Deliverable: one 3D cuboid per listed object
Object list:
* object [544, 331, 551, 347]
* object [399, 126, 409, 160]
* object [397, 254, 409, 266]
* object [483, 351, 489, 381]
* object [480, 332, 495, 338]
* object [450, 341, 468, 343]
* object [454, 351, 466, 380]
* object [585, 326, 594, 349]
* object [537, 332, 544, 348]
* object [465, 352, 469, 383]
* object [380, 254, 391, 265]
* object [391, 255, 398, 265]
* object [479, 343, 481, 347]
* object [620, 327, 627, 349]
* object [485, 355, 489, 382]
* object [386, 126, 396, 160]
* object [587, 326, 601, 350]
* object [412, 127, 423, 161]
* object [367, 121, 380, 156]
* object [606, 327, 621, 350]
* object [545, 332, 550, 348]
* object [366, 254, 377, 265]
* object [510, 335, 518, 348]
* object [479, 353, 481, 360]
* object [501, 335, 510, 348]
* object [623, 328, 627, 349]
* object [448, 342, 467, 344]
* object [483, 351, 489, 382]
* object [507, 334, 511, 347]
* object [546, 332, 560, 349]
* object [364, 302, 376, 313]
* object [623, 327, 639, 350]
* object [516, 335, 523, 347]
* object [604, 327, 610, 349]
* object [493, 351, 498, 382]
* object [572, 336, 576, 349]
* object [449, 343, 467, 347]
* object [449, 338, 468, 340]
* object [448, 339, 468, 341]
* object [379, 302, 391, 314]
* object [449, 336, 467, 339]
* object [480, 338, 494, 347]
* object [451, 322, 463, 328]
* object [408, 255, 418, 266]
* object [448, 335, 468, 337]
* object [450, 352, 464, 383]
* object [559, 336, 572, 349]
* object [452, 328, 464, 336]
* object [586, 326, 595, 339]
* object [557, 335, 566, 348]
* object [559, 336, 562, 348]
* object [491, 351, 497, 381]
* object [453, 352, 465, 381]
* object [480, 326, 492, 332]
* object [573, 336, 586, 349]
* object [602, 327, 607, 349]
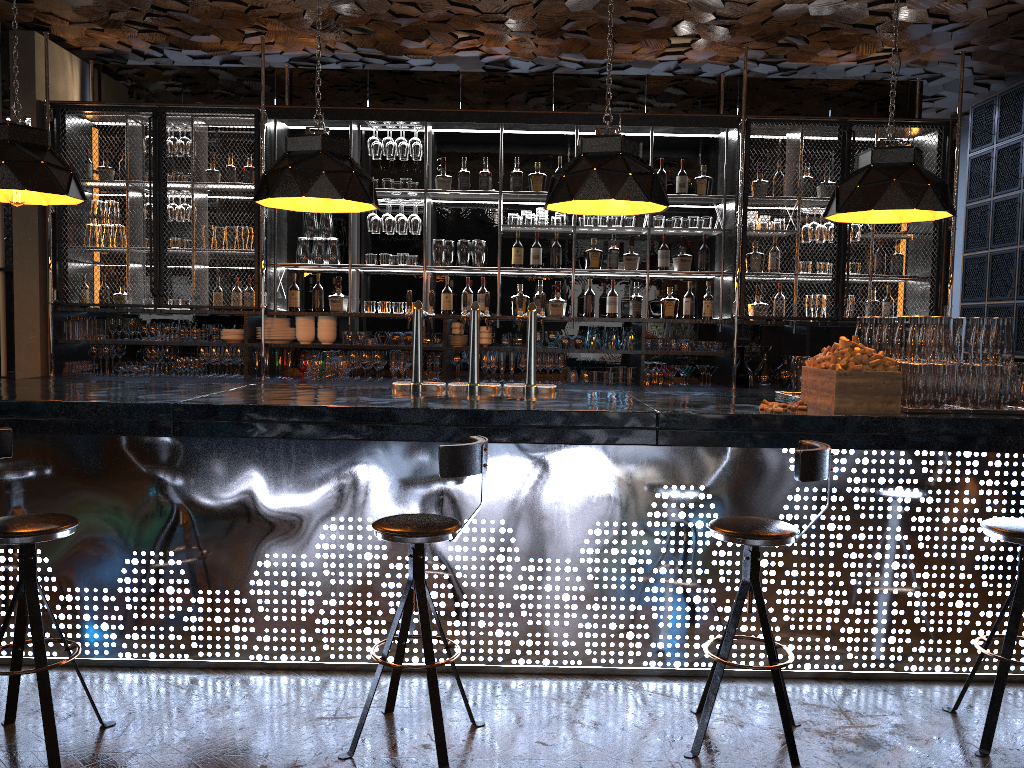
[{"bbox_3d":[0.307,-0.349,6.962,0.108,0.126,0.108,-1,4,-29],"label":"object"},{"bbox_3d":[-0.838,-1.863,6.871,0.092,0.244,0.092,-2,5,-40],"label":"object"},{"bbox_3d":[-0.830,-0.945,6.759,0.089,0.092,0.089,0,4,-16],"label":"object"},{"bbox_3d":[-0.204,-0.142,6.969,0.058,0.234,0.058,1,4,2],"label":"object"},{"bbox_3d":[-0.197,-0.361,6.764,0.094,0.069,0.106,4,5,41],"label":"object"},{"bbox_3d":[-0.411,-0.319,6.778,0.149,0.023,0.149,0,4,-16],"label":"object"},{"bbox_3d":[-0.414,-0.144,6.982,0.108,0.227,0.108,3,5,31],"label":"object"},{"bbox_3d":[0.616,-0.354,6.790,0.115,0.172,0.101,2,4,9],"label":"object"},{"bbox_3d":[0.197,-0.334,6.721,0.100,0.125,0.100,4,5,39],"label":"object"},{"bbox_3d":[-0.304,-0.126,6.743,0.108,0.227,0.108,-1,4,-30],"label":"object"},{"bbox_3d":[-0.973,-0.952,6.819,0.089,0.092,0.089,0,4,-22],"label":"object"},{"bbox_3d":[-0.904,-0.958,6.931,0.089,0.092,0.089,3,5,31],"label":"object"},{"bbox_3d":[-0.252,-0.323,6.856,0.106,0.067,0.094,-2,5,-38],"label":"object"},{"bbox_3d":[0.895,-0.357,6.914,0.115,0.172,0.101,2,4,9],"label":"object"},{"bbox_3d":[-0.203,-0.132,6.812,0.058,0.234,0.058,3,4,22],"label":"object"},{"bbox_3d":[-0.937,-1.865,6.871,0.092,0.244,0.092,-2,5,-40],"label":"object"},{"bbox_3d":[0.622,-0.346,6.670,0.115,0.172,0.101,3,4,29],"label":"object"},{"bbox_3d":[-0.734,-1.861,6.872,0.092,0.244,0.092,-2,5,-40],"label":"object"},{"bbox_3d":[-1.046,-1.856,6.706,0.092,0.244,0.092,-2,5,-40],"label":"object"},{"bbox_3d":[0.765,-0.342,6.661,0.115,0.172,0.101,0,4,-16],"label":"object"},{"bbox_3d":[0.309,-0.340,6.839,0.108,0.126,0.108,1,4,-5],"label":"object"},{"bbox_3d":[-1.089,-0.957,6.862,0.089,0.092,0.089,0,4,-22],"label":"object"},{"bbox_3d":[0.012,-0.324,6.724,0.067,0.099,0.058,4,5,35],"label":"object"},{"bbox_3d":[-0.302,-0.142,6.983,0.108,0.227,0.108,4,5,36],"label":"object"},{"bbox_3d":[-0.048,-0.323,6.685,0.067,0.099,0.058,-3,5,-45],"label":"object"},{"bbox_3d":[0.903,-0.348,6.787,0.115,0.172,0.101,0,4,-16],"label":"object"},{"bbox_3d":[-0.411,-0.307,6.779,0.149,0.023,0.149,-1,5,-31],"label":"object"},{"bbox_3d":[-0.204,-0.137,6.885,0.058,0.234,0.058,-1,4,-25],"label":"object"},{"bbox_3d":[-0.029,-0.334,6.849,0.058,0.099,0.067,1,4,2],"label":"object"},{"bbox_3d":[0.308,-0.333,6.723,0.108,0.126,0.108,4,5,34],"label":"object"},{"bbox_3d":[-1.093,-0.587,6.822,0.089,0.092,0.089,-1,4,-28],"label":"object"},{"bbox_3d":[0.897,-0.340,6.670,0.101,0.172,0.115,3,4,29],"label":"object"},{"bbox_3d":[0.051,-0.331,6.829,0.058,0.099,0.067,2,4,12],"label":"object"},{"bbox_3d":[0.760,-0.351,6.789,0.101,0.172,0.115,3,4,29],"label":"object"},{"bbox_3d":[-0.136,-0.138,6.921,0.058,0.234,0.058,-1,4,-23],"label":"object"},{"bbox_3d":[0.505,-0.319,6.802,0.098,0.097,0.098,3,4,24],"label":"object"},{"bbox_3d":[-0.412,-0.297,6.780,0.149,0.022,0.149,-1,5,-31],"label":"object"},{"bbox_3d":[-0.410,-0.340,6.776,0.149,0.026,0.148,2,4,6],"label":"object"},{"bbox_3d":[-0.411,-0.331,6.777,0.149,0.024,0.149,1,4,-1],"label":"object"},{"bbox_3d":[-0.974,-0.584,6.809,0.089,0.092,0.089,-2,5,-37],"label":"object"},{"bbox_3d":[-0.411,-0.351,6.775,0.149,0.025,0.149,-2,5,-38],"label":"object"},{"bbox_3d":[-0.195,-0.316,6.764,0.106,0.067,0.094,0,4,-12],"label":"object"},{"bbox_3d":[-0.418,-0.438,6.768,0.094,0.069,0.106,1,4,6],"label":"object"},{"bbox_3d":[-0.784,-0.956,6.939,0.089,0.092,0.089,0,4,-16],"label":"object"},{"bbox_3d":[-0.412,-0.362,6.775,0.149,0.026,0.148,2,4,6],"label":"object"},{"bbox_3d":[-0.419,-0.128,6.741,0.108,0.227,0.108,0,4,-9],"label":"object"},{"bbox_3d":[0.405,-0.314,6.700,0.098,0.097,0.098,0,4,-21],"label":"object"},{"bbox_3d":[-0.408,-0.394,6.771,0.107,0.070,0.094,3,4,30],"label":"object"},{"bbox_3d":[0.623,-0.362,6.913,0.115,0.172,0.101,0,4,-16],"label":"object"},{"bbox_3d":[0.401,-0.334,6.982,0.098,0.097,0.098,0,4,-9],"label":"object"},{"bbox_3d":[0.406,-0.321,6.801,0.098,0.097,0.098,4,5,37],"label":"object"},{"bbox_3d":[-0.141,-0.143,7.000,0.058,0.234,0.058,5,5,43],"label":"object"},{"bbox_3d":[-0.415,-0.136,6.860,0.108,0.227,0.108,0,4,-21],"label":"object"},{"bbox_3d":[-0.199,-0.405,6.750,0.094,0.068,0.106,1,4,0],"label":"object"},{"bbox_3d":[0.508,-0.312,6.695,0.098,0.097,0.098,4,5,34],"label":"object"},{"bbox_3d":[0.756,-0.359,6.909,0.101,0.172,0.115,1,4,4],"label":"object"}]
